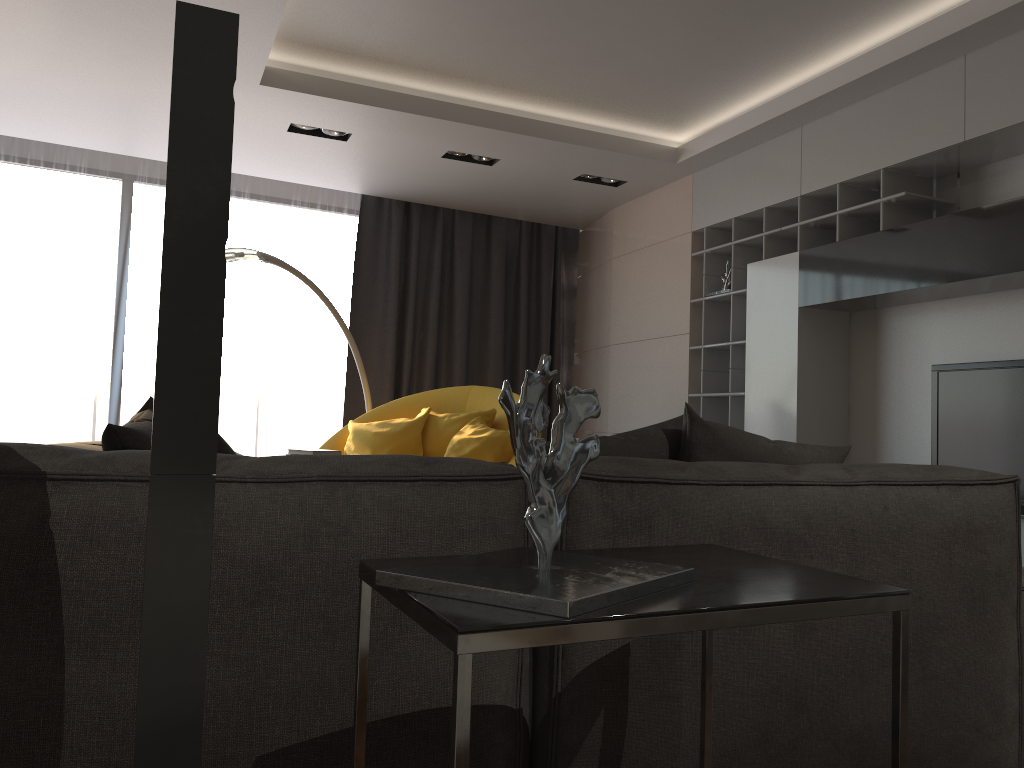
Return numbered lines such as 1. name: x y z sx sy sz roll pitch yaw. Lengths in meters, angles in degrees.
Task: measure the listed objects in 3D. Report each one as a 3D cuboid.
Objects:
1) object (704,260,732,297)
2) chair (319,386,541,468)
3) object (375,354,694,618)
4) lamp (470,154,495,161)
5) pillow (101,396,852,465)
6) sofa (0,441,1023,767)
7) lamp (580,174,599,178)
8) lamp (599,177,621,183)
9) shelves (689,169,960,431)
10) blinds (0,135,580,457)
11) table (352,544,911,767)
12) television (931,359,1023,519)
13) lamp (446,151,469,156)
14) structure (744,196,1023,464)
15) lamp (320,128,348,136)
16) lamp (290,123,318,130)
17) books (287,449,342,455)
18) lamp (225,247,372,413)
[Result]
1. object: 1.458 -0.689 5.772 0.297 0.227 0.272 3 -3 -24
2. chair: -0.540 0.483 5.474 1.446 1.006 1.190 0 -3 32
3. object: 0.040 0.106 1.109 0.270 0.288 0.299 0 -3 36
4. lamp: -0.188 -1.537 5.880 0.181 0.077 0.172 2 -3 -12
5. pillow: -0.321 0.241 2.177 2.012 0.431 1.101 0 -3 27
6. sofa: 0.024 0.529 2.751 2.815 0.704 2.412 2 -3 -15
7. lamp: 0.548 -1.500 6.242 0.179 0.077 0.174 2 -3 -5
8. lamp: 0.717 -1.492 6.326 0.181 0.077 0.172 2 -3 -12
9. shelves: 1.731 -0.261 5.206 0.395 1.602 1.840 3 -3 -22
10. blinds: -2.836 -0.489 6.139 7.875 2.896 0.711 3 -3 -33
11. table: 0.138 0.537 1.170 0.627 0.563 0.431 3 -3 -25
12. television: 2.359 0.248 3.943 0.150 0.715 1.055 3 -3 -22
13. lamp: -0.357 -1.545 5.797 0.179 0.077 0.174 2 -3 -5
14. structure: 2.080 0.108 4.168 0.501 1.768 2.762 3 -3 -22
15. lamp: -1.092 -1.581 5.435 0.181 0.077 0.172 2 -3 -12
16. lamp: -1.261 -1.589 5.352 0.185 0.077 0.168 3 -3 -29
17. books: -0.923 0.319 4.110 0.194 0.022 0.163 -1 -3 42
18. lamp: -0.350 0.161 6.879 4.470 1.780 0.550 4 -4 -45
